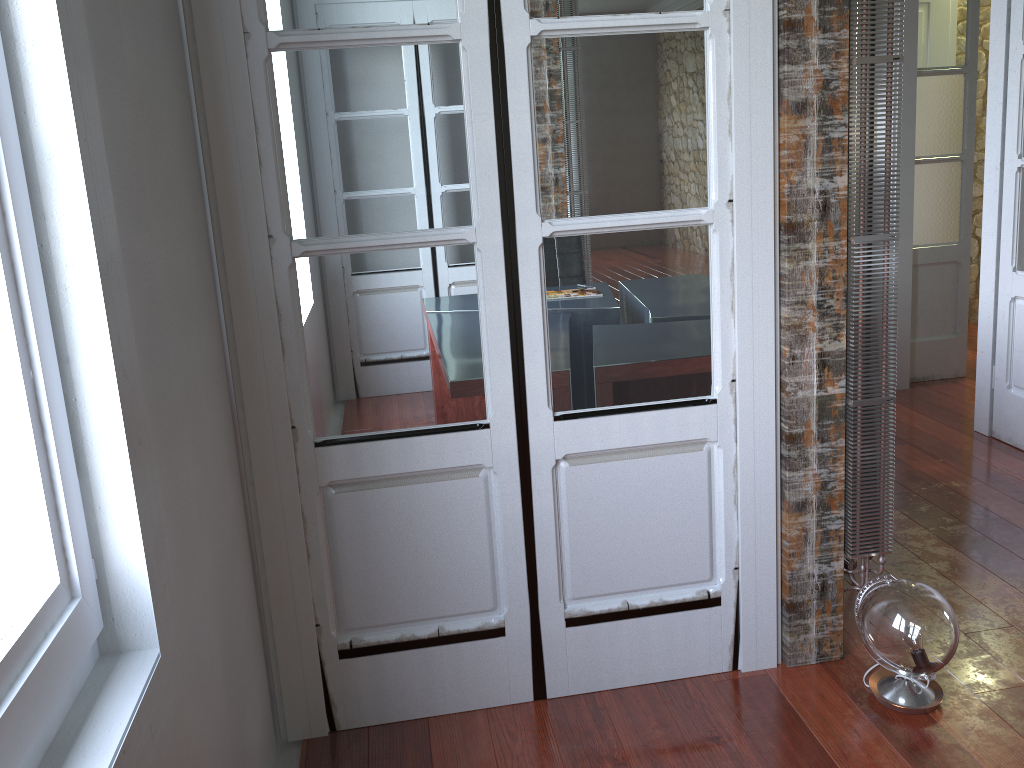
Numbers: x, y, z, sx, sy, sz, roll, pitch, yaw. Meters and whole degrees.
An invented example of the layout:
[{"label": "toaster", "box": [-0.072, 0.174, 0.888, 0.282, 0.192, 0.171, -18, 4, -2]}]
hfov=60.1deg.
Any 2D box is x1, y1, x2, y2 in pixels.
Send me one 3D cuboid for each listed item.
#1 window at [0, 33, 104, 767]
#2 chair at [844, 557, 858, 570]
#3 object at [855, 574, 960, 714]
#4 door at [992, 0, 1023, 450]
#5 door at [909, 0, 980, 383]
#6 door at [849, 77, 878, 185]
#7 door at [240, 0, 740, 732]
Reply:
[{"label": "window", "box": [-0.523, -0.399, 0.332, 0.127, 1.962, 1.544, -5, 13, -7]}, {"label": "chair", "box": [0.770, 0.109, 2.821, 0.475, 0.909, 0.608, -6, 13, -8]}, {"label": "object", "box": [0.932, 0.640, 2.106, 0.221, 0.379, 0.236, -11, 14, -29]}, {"label": "door", "box": [2.093, -0.704, 3.109, 0.041, 2.155, 1.069, -5, 12, -7]}, {"label": "door", "box": [1.859, -1.156, 4.910, 0.484, 2.158, 1.195, -12, 15, -33]}, {"label": "door", "box": [2.391, -1.430, 5.699, 0.869, 2.194, 0.147, -6, 12, -8]}, {"label": "door", "box": [-0.004, -0.272, 2.001, 1.161, 2.157, 0.041, -6, 12, -8]}]
